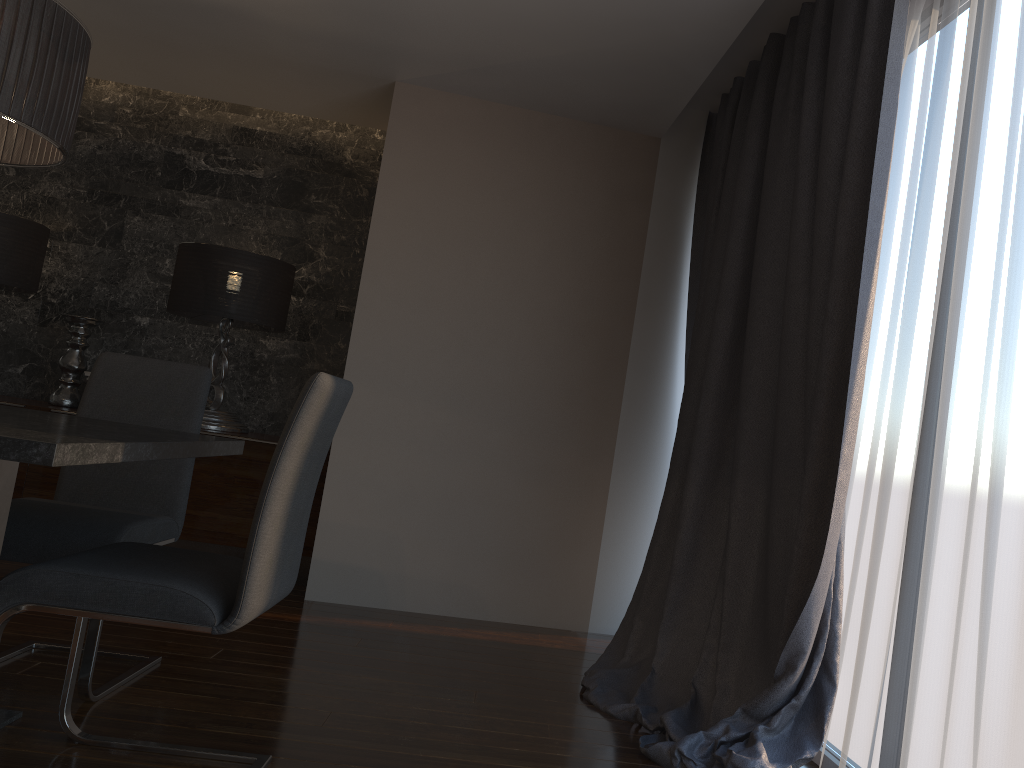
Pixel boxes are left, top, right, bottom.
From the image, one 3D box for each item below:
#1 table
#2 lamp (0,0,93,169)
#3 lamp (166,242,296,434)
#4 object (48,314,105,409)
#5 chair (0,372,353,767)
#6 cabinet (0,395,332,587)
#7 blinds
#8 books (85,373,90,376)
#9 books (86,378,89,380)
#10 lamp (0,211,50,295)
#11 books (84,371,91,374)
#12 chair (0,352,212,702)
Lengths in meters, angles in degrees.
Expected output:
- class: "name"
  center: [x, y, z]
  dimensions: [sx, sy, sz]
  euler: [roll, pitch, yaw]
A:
- class: "table"
  center: [-1.629, 0.383, 1.918]
  dimensions: [1.614, 0.762, 1.031]
  euler: [9, -4, -3]
- class: "lamp"
  center: [-1.393, -1.177, 2.063]
  dimensions: [0.774, 1.105, 0.832]
  euler: [7, -5, 22]
- class: "lamp"
  center: [-1.551, -0.227, 4.723]
  dimensions: [0.570, 0.935, 0.614]
  euler: [7, -5, 24]
- class: "object"
  center: [-2.324, -0.117, 4.667]
  dimensions: [0.197, 0.487, 0.218]
  euler: [4, -7, 45]
- class: "chair"
  center: [-0.758, 0.416, 2.007]
  dimensions: [0.576, 0.967, 0.424]
  euler: [9, -5, -3]
- class: "cabinet"
  center: [-4.202, -0.849, 2.609]
  dimensions: [6.974, 2.506, 4.406]
  euler: [9, -4, -3]
- class: "blinds"
  center: [1.161, -0.334, 0.774]
  dimensions: [0.761, 2.900, 7.348]
  euler: [10, -4, -6]
- class: "books"
  center: [-2.039, -0.017, 4.670]
  dimensions: [0.240, 0.011, 0.334]
  euler: [6, -4, 35]
- class: "books"
  center: [-2.037, 0.004, 4.662]
  dimensions: [0.239, 0.011, 0.335]
  euler: [5, -5, 45]
- class: "lamp"
  center: [-2.854, -0.431, 4.605]
  dimensions: [0.606, 0.935, 0.577]
  euler: [10, -4, -12]
- class: "books"
  center: [-2.045, -0.029, 4.668]
  dimensions: [0.239, 0.011, 0.335]
  euler: [6, -4, 40]
- class: "chair"
  center: [-1.266, 0.376, 2.638]
  dimensions: [0.430, 0.967, 0.567]
  euler: [9, -4, -1]
